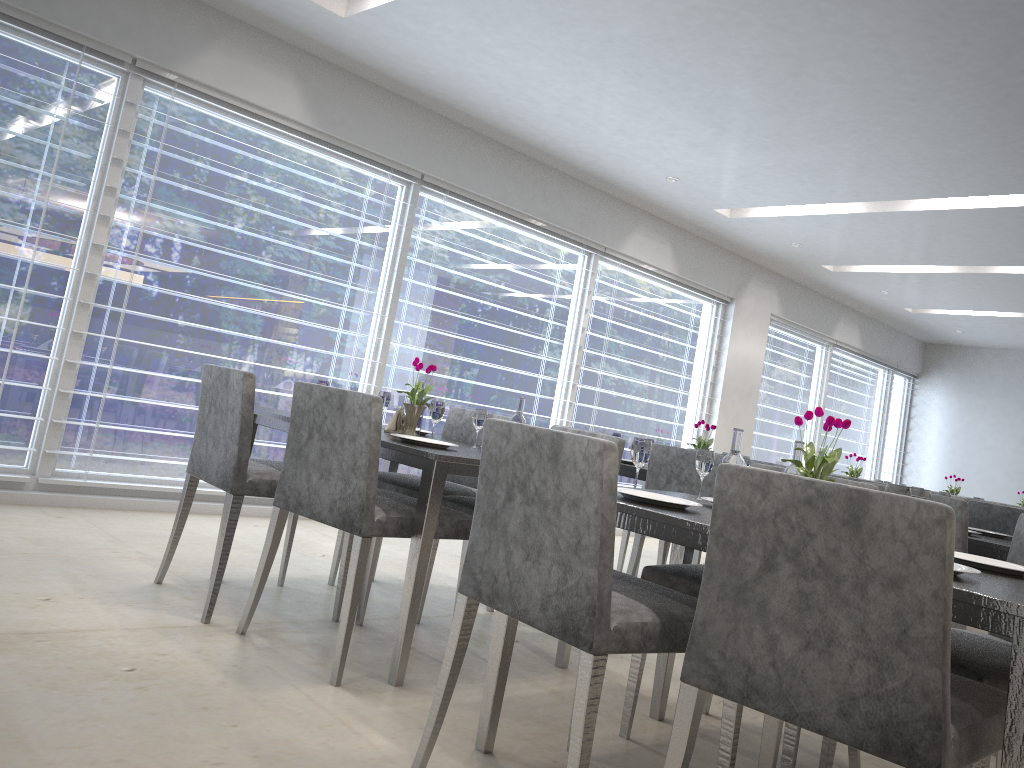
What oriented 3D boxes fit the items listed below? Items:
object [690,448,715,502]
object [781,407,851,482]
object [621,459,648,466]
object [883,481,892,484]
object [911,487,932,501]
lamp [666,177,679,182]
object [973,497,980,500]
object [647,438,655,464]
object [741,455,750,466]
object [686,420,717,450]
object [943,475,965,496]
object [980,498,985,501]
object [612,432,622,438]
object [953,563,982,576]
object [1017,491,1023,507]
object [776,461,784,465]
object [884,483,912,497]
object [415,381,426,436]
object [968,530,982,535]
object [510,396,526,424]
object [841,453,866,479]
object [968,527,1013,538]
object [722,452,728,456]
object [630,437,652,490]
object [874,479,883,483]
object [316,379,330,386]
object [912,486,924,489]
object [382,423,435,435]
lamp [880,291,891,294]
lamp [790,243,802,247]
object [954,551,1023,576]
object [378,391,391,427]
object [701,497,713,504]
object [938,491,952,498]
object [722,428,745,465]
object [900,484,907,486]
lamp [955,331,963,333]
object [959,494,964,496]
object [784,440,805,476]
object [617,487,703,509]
[{"bbox_3d":[0.525,0.250,2.436,0.053,0.140,0.053,10,-6,4],"label":"object"},{"bbox_3d":[0.667,0.190,1.960,0.155,0.278,0.103,5,-8,43],"label":"object"},{"bbox_3d":[0.584,0.388,4.396,0.214,0.015,0.218,12,-3,-44],"label":"object"},{"bbox_3d":[2.324,0.674,5.491,0.053,0.140,0.053,10,-6,-2],"label":"object"},{"bbox_3d":[0.923,0.308,2.019,0.053,0.140,0.053,10,-6,4],"label":"object"},{"bbox_3d":[1.073,-1.370,5.915,0.089,0.007,0.088,10,-2,1],"label":"lamp"},{"bbox_3d":[3.388,0.898,6.460,0.053,0.140,0.053,10,-6,4],"label":"object"},{"bbox_3d":[0.735,0.364,4.750,0.053,0.140,0.053,10,-6,-2],"label":"object"},{"bbox_3d":[1.134,0.422,4.333,0.053,0.140,0.053,10,-6,-2],"label":"object"},{"bbox_3d":[0.923,0.314,4.325,0.155,0.278,0.103,5,-8,43],"label":"object"},{"bbox_3d":[3.311,0.820,6.649,0.155,0.278,0.103,5,-8,43],"label":"object"},{"bbox_3d":[3.524,0.929,6.658,0.053,0.140,0.053,10,-6,4],"label":"object"},{"bbox_3d":[0.530,0.321,4.551,0.053,0.140,0.053,10,-6,4],"label":"object"},{"bbox_3d":[0.732,0.323,1.608,0.217,0.015,0.215,9,-2,26],"label":"object"},{"bbox_3d":[4.561,1.085,7.865,0.155,0.278,0.103,5,-8,43],"label":"object"},{"bbox_3d":[1.721,0.573,5.709,0.053,0.140,0.053,10,-6,-2],"label":"object"},{"bbox_3d":[0.788,0.277,1.821,0.053,0.140,0.053,10,-6,4],"label":"object"},{"bbox_3d":[-0.349,0.090,3.270,0.052,0.203,0.051,9,-6,11],"label":"object"},{"bbox_3d":[1.632,0.541,3.300,0.214,0.015,0.218,12,-3,-44],"label":"object"},{"bbox_3d":[0.015,0.141,2.816,0.052,0.203,0.051,9,-6,11],"label":"object"},{"bbox_3d":[2.111,0.566,5.481,0.155,0.278,0.103,5,-8,43],"label":"object"},{"bbox_3d":[1.902,0.598,3.563,0.214,0.015,0.218,12,-3,-44],"label":"object"},{"bbox_3d":[0.998,0.391,4.134,0.053,0.140,0.053,10,-6,4],"label":"object"},{"bbox_3d":[0.320,0.207,2.237,0.053,0.140,0.053,10,-6,4],"label":"object"},{"bbox_3d":[2.189,0.644,5.293,0.053,0.140,0.053,10,-6,-2],"label":"object"},{"bbox_3d":[-0.723,0.055,3.332,0.053,0.140,0.053,10,-6,4],"label":"object"},{"bbox_3d":[1.581,0.474,3.464,0.053,0.140,0.053,10,-6,4],"label":"object"},{"bbox_3d":[-0.406,0.179,3.434,0.218,0.015,0.214,9,-2,24],"label":"object"},{"bbox_3d":[3.493,-0.857,8.270,0.089,0.007,0.088,10,-2,1],"label":"lamp"},{"bbox_3d":[2.279,-1.115,7.089,0.089,0.007,0.088,10,-2,1],"label":"lamp"},{"bbox_3d":[1.002,0.381,1.872,0.217,0.015,0.215,9,-2,26],"label":"object"},{"bbox_3d":[-0.518,0.099,3.531,0.053,0.140,0.053,10,-6,4],"label":"object"},{"bbox_3d":[0.599,0.322,2.294,0.217,0.015,0.215,9,-2,26],"label":"object"},{"bbox_3d":[1.786,0.518,3.663,0.053,0.140,0.053,10,-6,4],"label":"object"},{"bbox_3d":[0.496,0.200,1.993,0.052,0.203,0.052,10,-6,-1],"label":"object"},{"bbox_3d":[3.125,0.871,7.075,0.053,0.140,0.053,10,-6,4],"label":"object"},{"bbox_3d":[4.854,-0.569,9.594,0.089,0.007,0.088,10,-2,1],"label":"lamp"},{"bbox_3d":[4.127,1.086,8.132,0.053,0.140,0.053,10,-6,4],"label":"object"},{"bbox_3d":[0.677,0.237,2.123,0.052,0.203,0.052,10,-6,-1],"label":"object"},{"bbox_3d":[0.328,0.265,2.031,0.217,0.015,0.215,9,-2,26],"label":"object"}]
